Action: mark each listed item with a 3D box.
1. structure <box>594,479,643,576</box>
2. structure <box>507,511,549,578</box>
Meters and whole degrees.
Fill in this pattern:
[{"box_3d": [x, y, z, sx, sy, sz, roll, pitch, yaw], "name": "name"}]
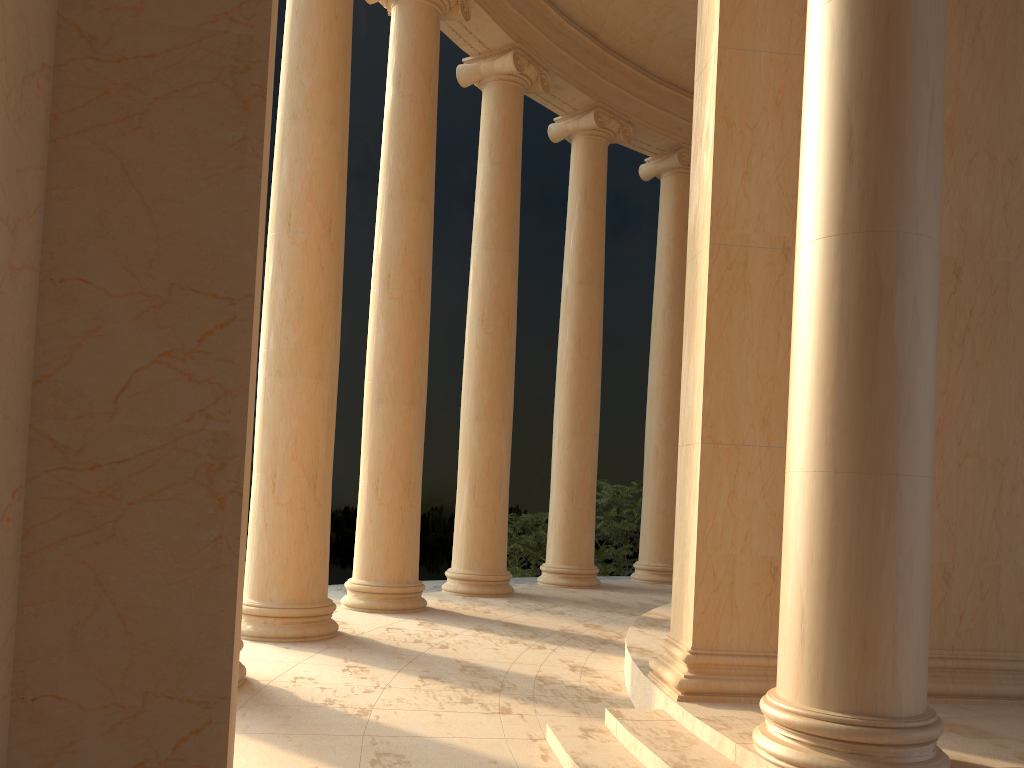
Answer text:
[{"box_3d": [197.089, 317.796, 1603.124, 247.204, 298.527, 238.531, 3, -4, -3], "name": "structure"}, {"box_3d": [9.755, 310.499, 1513.282, 149.146, 187.720, 156.364, 2, -4, 7], "name": "structure"}]
